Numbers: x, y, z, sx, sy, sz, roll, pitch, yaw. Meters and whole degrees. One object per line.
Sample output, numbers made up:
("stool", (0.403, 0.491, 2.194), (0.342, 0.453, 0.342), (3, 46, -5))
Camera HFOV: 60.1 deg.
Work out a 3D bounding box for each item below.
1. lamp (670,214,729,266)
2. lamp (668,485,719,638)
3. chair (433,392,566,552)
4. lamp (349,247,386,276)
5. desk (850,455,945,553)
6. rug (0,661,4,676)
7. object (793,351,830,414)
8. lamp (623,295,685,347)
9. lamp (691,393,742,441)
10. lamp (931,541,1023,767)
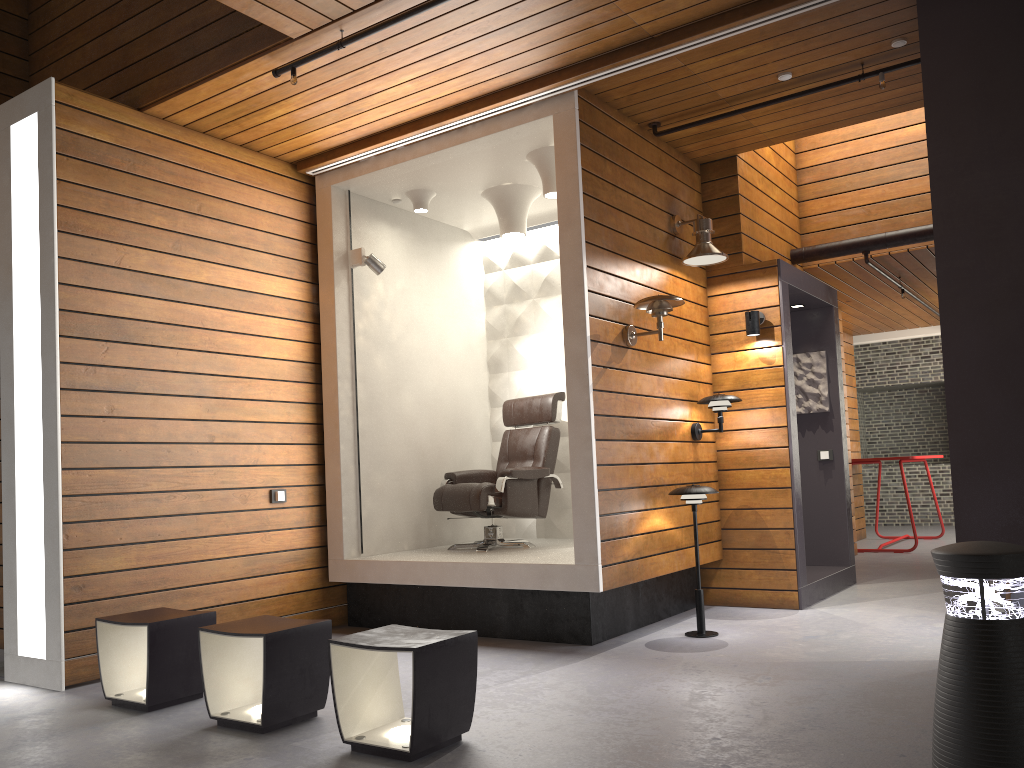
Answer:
("lamp", (1.199, -0.945, 5.659), (0.347, 0.330, 0.295), (-6, -6, 36))
("lamp", (1.060, 1.001, 5.070), (0.288, 0.860, 0.288), (-4, -4, 20))
("chair", (-0.079, 0.606, 6.238), (0.825, 1.068, 0.757), (1, -6, -40))
("lamp", (-0.958, -0.810, 5.862), (0.249, 0.188, 0.130), (-3, -4, 3))
("desk", (4.234, 1.310, 9.849), (0.846, 0.982, 1.719), (-6, -6, 34))
("rug", (-2.445, 1.634, 5.499), (0.541, 0.014, 1.580), (-7, -7, 34))
("object", (2.302, -0.004, 7.017), (0.381, 0.477, 0.048), (-6, -4, 34))
("lamp", (0.807, -0.366, 5.006), (0.352, 0.270, 0.288), (-6, -6, 34))
("lamp", (1.326, 0.209, 5.715), (0.327, 0.296, 0.288), (-6, -6, 34))
("lamp", (1.380, 0.803, 2.555), (0.349, 0.694, 0.348), (-6, -5, 40))
